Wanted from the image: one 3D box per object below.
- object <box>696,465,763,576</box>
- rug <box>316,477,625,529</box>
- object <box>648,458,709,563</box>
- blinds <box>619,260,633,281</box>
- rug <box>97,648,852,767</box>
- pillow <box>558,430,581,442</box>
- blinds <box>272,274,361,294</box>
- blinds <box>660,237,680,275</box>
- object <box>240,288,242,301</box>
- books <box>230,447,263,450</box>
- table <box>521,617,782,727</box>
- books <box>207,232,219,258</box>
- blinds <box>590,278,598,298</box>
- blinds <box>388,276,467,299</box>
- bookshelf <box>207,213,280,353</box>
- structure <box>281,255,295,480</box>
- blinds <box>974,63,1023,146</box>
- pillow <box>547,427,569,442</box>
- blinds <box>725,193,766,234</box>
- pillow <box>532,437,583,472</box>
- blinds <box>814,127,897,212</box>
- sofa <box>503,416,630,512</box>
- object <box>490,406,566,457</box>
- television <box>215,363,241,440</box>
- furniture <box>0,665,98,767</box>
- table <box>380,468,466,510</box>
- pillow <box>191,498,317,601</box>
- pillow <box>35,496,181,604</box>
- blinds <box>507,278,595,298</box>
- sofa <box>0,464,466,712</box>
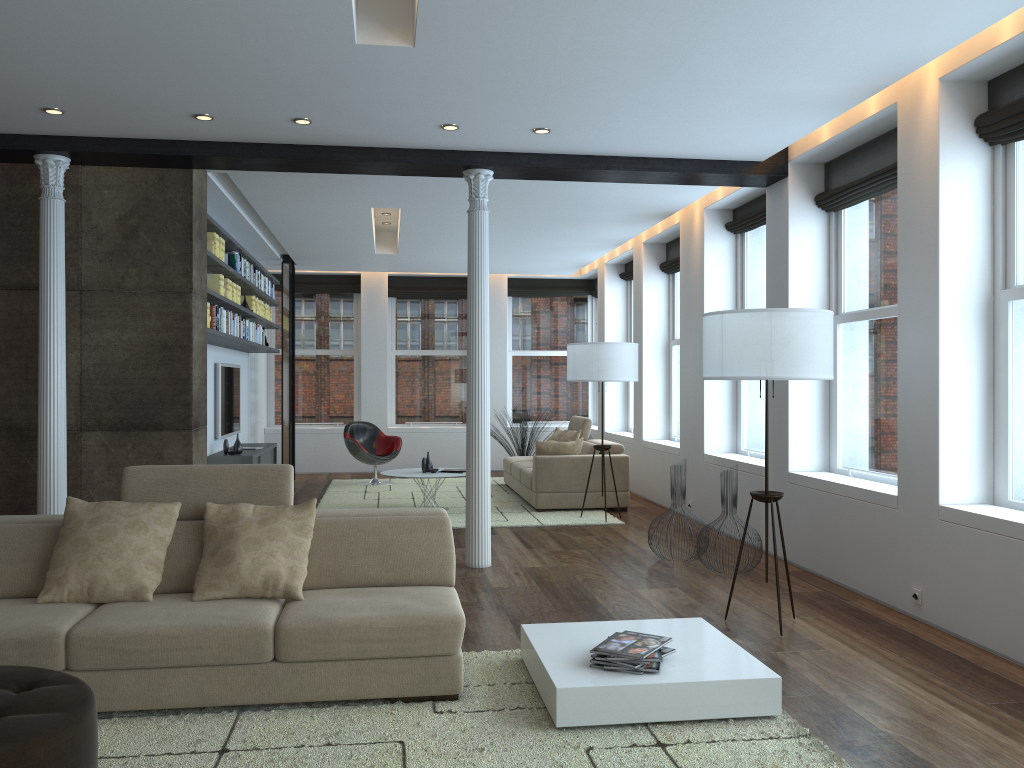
[{"bbox_3d":[1.542,0.949,6.294,0.458,0.781,0.458,0,0,-9],"label":"object"},{"bbox_3d":[-0.700,1.329,10.301,2.972,0.020,4.231,0,0,-8],"label":"rug"},{"bbox_3d":[1.262,0.949,6.725,0.458,0.781,0.458,0,0,-9],"label":"object"},{"bbox_3d":[1.661,-1.535,11.596,0.156,0.275,1.442,0,0,-8],"label":"blinds"},{"bbox_3d":[-0.926,1.329,2.742,4.231,0.020,2.972,0,0,-8],"label":"rug"},{"bbox_3d":[0.603,0.735,10.208,0.301,0.439,0.534,0,0,-12],"label":"pillow"},{"bbox_3d":[-3.003,-1.519,13.469,1.412,0.307,0.156,0,0,-8],"label":"blinds"},{"bbox_3d":[1.910,-1.476,9.821,0.156,0.393,1.342,0,0,-8],"label":"blinds"},{"bbox_3d":[-2.830,-0.871,9.060,0.124,0.219,0.124,0,0,-10],"label":"object"},{"bbox_3d":[-2.998,0.728,10.034,0.300,0.010,0.220,0,0,7],"label":"books"},{"bbox_3d":[0.550,1.234,3.861,0.900,0.170,0.900,0,0,-8],"label":"table"},{"bbox_3d":[-2.595,-1.163,7.499,0.209,0.220,0.278,0,0,-10],"label":"books"},{"bbox_3d":[1.408,-1.509,13.394,0.156,0.327,1.377,0,0,-8],"label":"blinds"},{"bbox_3d":[-1.206,-1.491,13.722,1.422,0.363,0.156,0,0,-8],"label":"blinds"},{"bbox_3d":[-2.932,-0.878,9.314,0.400,0.942,4.804,0,0,-8],"label":"bookshelf"},{"bbox_3d":[-3.042,-0.191,12.073,0.120,3.059,0.600,0,0,-8],"label":"structure"},{"bbox_3d":[2.707,-1.469,4.158,0.156,0.424,1.439,0,0,-8],"label":"blinds"},{"bbox_3d":[0.504,0.745,10.825,0.368,0.416,0.519,0,0,-13],"label":"pillow"},{"bbox_3d":[2.198,-1.535,7.774,0.156,0.275,1.396,0,0,-8],"label":"blinds"},{"bbox_3d":[0.473,0.756,9.422,0.518,0.393,0.395,0,0,-11],"label":"pillow"},{"bbox_3d":[2.435,-1.475,5.977,0.183,0.395,1.431,0,0,-8],"label":"blinds"},{"bbox_3d":[0.556,0.864,10.458,1.018,0.950,2.581,0,0,-8],"label":"sofa"},{"bbox_3d":[0.093,0.814,12.223,1.119,1.014,1.125,0,0,-22],"label":"object"},{"bbox_3d":[-3.200,0.181,9.984,0.074,0.812,1.307,0,0,-8],"label":"television"},{"bbox_3d":[-1.796,1.142,2.597,1.057,0.355,1.057,0,0,-6],"label":"furniture"},{"bbox_3d":[-0.868,1.123,9.313,1.022,0.393,1.022,0,0,36],"label":"table"},{"bbox_3d":[-1.168,0.745,4.036,0.519,0.416,0.368,0,0,-3],"label":"pillow"},{"bbox_3d":[-1.788,0.735,3.962,0.534,0.439,0.301,0,0,-4],"label":"pillow"},{"bbox_3d":[0.609,-1.517,13.977,1.442,0.312,0.155,0,0,-8],"label":"blinds"},{"bbox_3d":[-1.535,0.864,3.984,2.581,0.950,1.021,0,0,-8],"label":"sofa"}]
